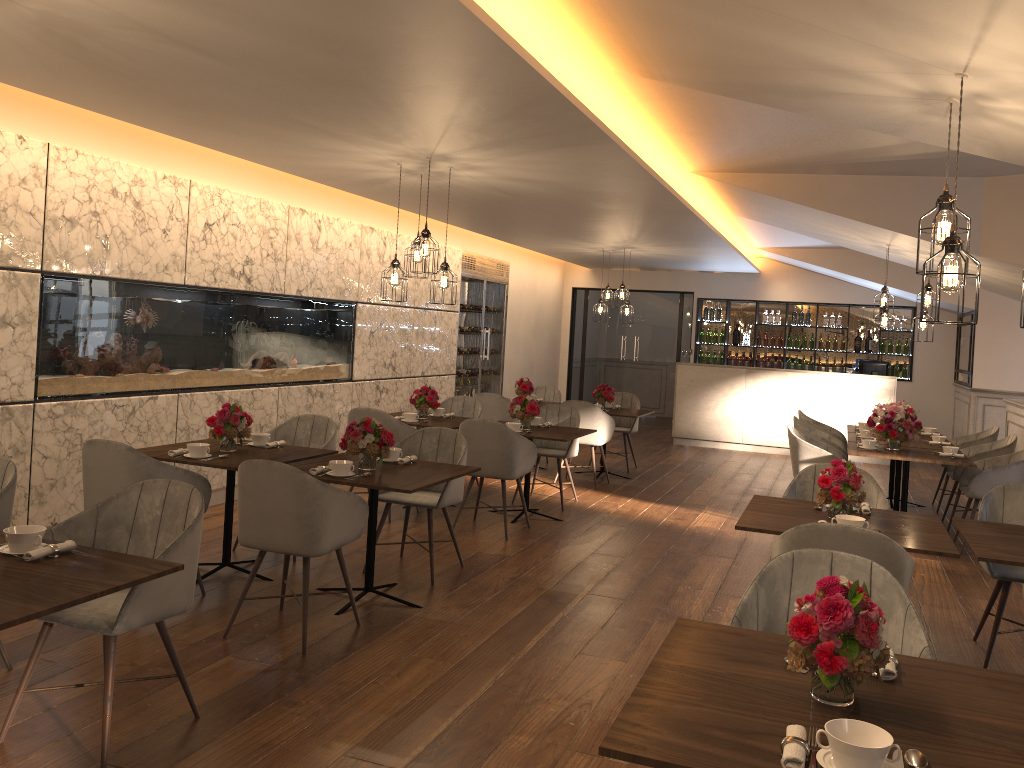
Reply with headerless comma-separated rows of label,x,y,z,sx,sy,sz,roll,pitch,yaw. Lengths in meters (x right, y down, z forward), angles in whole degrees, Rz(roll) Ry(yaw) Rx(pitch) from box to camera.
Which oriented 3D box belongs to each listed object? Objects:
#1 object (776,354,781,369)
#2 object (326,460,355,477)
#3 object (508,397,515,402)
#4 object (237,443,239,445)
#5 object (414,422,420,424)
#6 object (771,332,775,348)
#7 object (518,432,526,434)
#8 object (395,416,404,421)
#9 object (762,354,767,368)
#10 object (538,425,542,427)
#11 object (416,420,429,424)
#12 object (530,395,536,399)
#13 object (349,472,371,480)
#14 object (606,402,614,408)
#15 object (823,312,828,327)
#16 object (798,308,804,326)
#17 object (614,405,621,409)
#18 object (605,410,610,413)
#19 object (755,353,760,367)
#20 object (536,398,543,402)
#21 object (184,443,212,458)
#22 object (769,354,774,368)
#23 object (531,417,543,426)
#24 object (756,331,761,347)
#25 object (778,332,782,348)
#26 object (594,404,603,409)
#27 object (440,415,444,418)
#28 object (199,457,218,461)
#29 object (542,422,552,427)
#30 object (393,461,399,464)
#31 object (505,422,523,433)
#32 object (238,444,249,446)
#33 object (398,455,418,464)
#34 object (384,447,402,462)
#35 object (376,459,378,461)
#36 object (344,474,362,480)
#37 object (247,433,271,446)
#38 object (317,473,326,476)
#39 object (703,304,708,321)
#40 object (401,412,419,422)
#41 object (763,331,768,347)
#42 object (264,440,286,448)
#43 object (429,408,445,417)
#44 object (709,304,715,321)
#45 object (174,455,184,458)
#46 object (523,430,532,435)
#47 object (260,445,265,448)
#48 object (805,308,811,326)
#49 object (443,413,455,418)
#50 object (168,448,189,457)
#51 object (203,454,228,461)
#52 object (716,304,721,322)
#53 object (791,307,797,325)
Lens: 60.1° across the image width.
object,4.290,-0.349,14.228,0.065,0.261,0.066,3,0,-1
object,-0.891,0.441,4.610,0.148,0.072,0.148,3,3,-2
object,0.031,0.187,9.682,0.148,0.072,0.148,2,3,-27
object,-1.684,0.369,5.537,0.043,0.015,0.197,4,4,17
object,-0.766,0.318,7.340,0.022,0.004,0.211,4,4,20
object,4.207,-0.719,14.266,0.065,0.261,0.066,3,0,-1
object,0.093,0.386,7.017,0.022,0.004,0.211,4,4,20
object,-0.954,0.287,7.383,0.056,0.039,0.175,4,3,20
object,4.083,-0.365,14.306,0.065,0.261,0.066,3,0,-1
object,0.262,0.352,7.566,0.025,0.024,0.192,4,3,20
object,-0.735,0.315,7.321,0.043,0.015,0.197,4,4,17
object,0.211,0.162,10.264,0.148,0.072,0.148,6,4,43
object,-0.780,0.478,4.589,0.043,0.015,0.197,4,4,17
object,1.070,0.230,9.941,0.148,0.072,0.148,6,4,43
object,4.947,-1.017,13.961,0.070,0.235,0.041,3,0,20
object,4.604,-1.082,14.090,0.075,0.310,0.075,3,0,31
object,1.176,0.255,9.902,0.056,0.039,0.175,4,3,20
object,1.001,0.291,9.337,0.043,0.015,0.197,4,4,17
object,3.980,-0.374,14.344,0.065,0.261,0.066,3,0,-1
object,0.317,0.187,10.225,0.056,0.039,0.175,4,3,20
object,-1.750,0.373,4.933,0.148,0.072,0.148,3,3,-2
object,4.186,-0.357,14.267,0.065,0.261,0.066,3,0,-1
object,0.193,0.322,7.602,0.148,0.072,0.148,2,3,-27
object,4.000,-0.736,14.344,0.065,0.261,0.066,3,0,-1
object,4.310,-0.711,14.227,0.065,0.261,0.066,3,0,-1
object,0.890,0.255,9.359,0.148,0.072,0.148,2,3,-27
object,-0.597,0.284,7.889,0.025,0.024,0.192,4,3,20
object,-1.670,0.412,4.931,0.022,0.004,0.211,4,4,20
object,0.298,0.347,7.562,0.056,0.039,0.175,4,3,20
object,-0.641,0.447,5.156,0.025,0.024,0.192,4,3,20
object,0.013,0.347,7.020,0.148,0.072,0.148,2,3,-27
object,-1.654,0.378,5.519,0.022,0.004,0.211,4,4,20
object,-0.605,0.442,5.153,0.056,0.039,0.175,4,3,20
object,-0.711,0.416,5.193,0.148,0.072,0.148,3,3,-2
object,-0.795,0.446,5.196,0.022,0.004,0.211,4,4,20
object,-0.811,0.481,4.607,0.022,0.004,0.211,4,4,20
object,-1.570,0.348,5.516,0.148,0.072,0.148,3,3,-2
object,-0.963,0.459,4.647,0.025,0.024,0.192,4,3,20
object,3.201,-1.194,14.618,0.075,0.310,0.075,3,0,-44
object,-0.846,0.278,7.343,0.148,0.072,0.148,2,3,-27
object,4.104,-0.727,14.305,0.065,0.261,0.066,3,0,-1
object,-1.464,0.373,5.476,0.056,0.039,0.175,4,3,20
object,-0.666,0.253,7.925,0.148,0.072,0.148,2,3,-27
object,3.299,-1.186,14.581,0.075,0.310,0.075,3,0,-26
object,-1.822,0.391,4.970,0.025,0.024,0.192,4,3,20
object,0.123,0.383,6.998,0.043,0.015,0.197,4,4,17
object,-1.500,0.378,5.479,0.025,0.024,0.192,4,3,20
object,4.702,-1.074,14.054,0.075,0.310,0.075,3,0,31
object,-0.561,0.279,7.885,0.056,0.039,0.175,4,3,20
object,-1.857,0.382,4.973,0.056,0.039,0.175,4,3,20
object,-1.646,0.409,4.914,0.043,0.015,0.197,5,4,24
object,3.396,-1.178,14.545,0.075,0.310,0.075,3,0,-23
object,4.507,-1.090,14.127,0.075,0.310,0.075,3,0,-37
